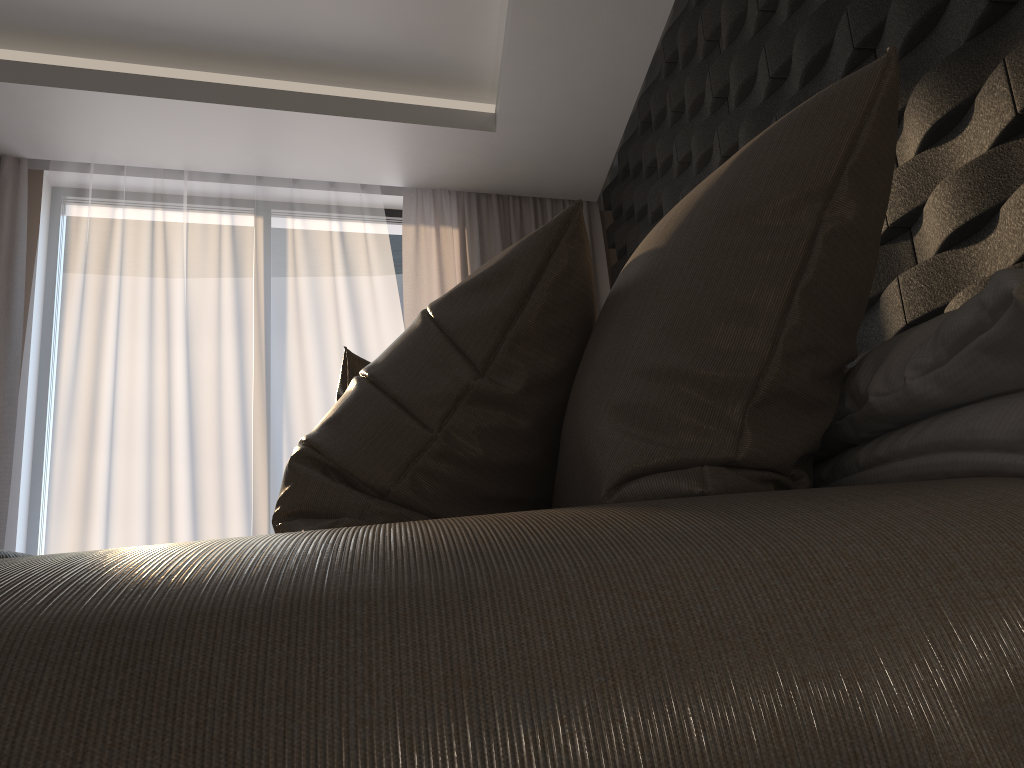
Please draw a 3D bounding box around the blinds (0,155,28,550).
[{"bbox_3d":[-2.317,0.202,2.953,1.087,2.642,0.345,1,-15,-18],"label":"blinds"}]

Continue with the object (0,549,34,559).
[{"bbox_3d":[-0.826,0.421,1.101,0.630,0.322,2.012,-3,-15,-7],"label":"object"}]

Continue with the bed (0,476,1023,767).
[{"bbox_3d":[-0.359,0.573,1.148,2.339,0.624,2.247,-3,-15,-9],"label":"bed"}]

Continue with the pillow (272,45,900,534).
[{"bbox_3d":[-0.009,0.028,1.406,0.915,0.518,1.237,-4,-15,-6],"label":"pillow"}]

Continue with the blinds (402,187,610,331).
[{"bbox_3d":[0.071,0.199,3.852,1.037,2.641,0.328,1,-16,-19],"label":"blinds"}]
